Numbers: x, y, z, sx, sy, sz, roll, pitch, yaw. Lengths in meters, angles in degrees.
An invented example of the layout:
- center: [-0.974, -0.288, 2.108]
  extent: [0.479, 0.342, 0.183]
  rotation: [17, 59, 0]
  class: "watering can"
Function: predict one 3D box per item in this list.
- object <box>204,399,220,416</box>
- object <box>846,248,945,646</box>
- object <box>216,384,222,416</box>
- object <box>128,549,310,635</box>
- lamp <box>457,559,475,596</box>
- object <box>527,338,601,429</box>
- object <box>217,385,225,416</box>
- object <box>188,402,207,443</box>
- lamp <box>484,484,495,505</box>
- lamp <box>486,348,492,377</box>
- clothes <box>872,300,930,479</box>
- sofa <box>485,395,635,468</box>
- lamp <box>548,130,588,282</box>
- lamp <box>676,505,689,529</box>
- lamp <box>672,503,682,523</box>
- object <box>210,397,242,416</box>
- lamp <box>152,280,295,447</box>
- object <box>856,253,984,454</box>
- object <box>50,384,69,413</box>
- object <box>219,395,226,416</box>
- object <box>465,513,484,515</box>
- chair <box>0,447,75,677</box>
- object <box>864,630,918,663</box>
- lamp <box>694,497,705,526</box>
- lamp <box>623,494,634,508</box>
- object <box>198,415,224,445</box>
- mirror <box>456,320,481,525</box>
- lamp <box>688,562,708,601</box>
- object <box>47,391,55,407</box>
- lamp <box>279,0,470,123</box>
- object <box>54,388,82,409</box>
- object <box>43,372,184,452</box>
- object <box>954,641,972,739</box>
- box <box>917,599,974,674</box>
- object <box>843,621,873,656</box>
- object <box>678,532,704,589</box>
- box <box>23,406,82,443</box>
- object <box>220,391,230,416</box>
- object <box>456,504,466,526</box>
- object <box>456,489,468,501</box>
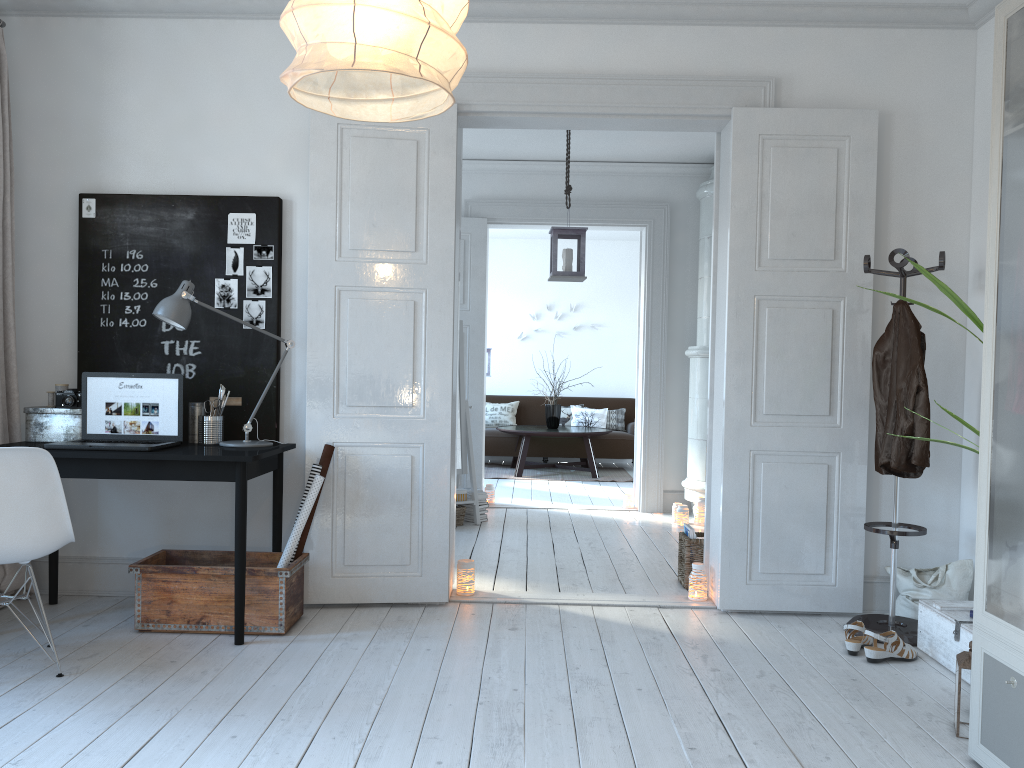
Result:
- center: [-1.360, 0.166, 3.989]
  extent: [0.081, 0.198, 0.050]
  rotation: [2, 2, 26]
  class: "object"
- center: [1.679, 0.263, 3.859]
  extent: [0.374, 1.659, 0.374]
  rotation: [1, 2, 9]
  class: "object"
- center: [-1.327, 0.133, 3.991]
  extent: [0.008, 0.268, 0.060]
  rotation: [2, 2, 18]
  class: "object"
- center: [-1.243, 0.891, 3.808]
  extent: [0.664, 0.282, 0.339]
  rotation: [1, 1, 1]
  class: "object"
- center: [-0.227, 0.953, 4.368]
  extent: [0.089, 0.166, 0.089]
  rotation: [1, 1, -6]
  class: "lamp"
- center: [0.590, -0.028, 9.854]
  extent: [0.845, 1.066, 0.525]
  rotation: [1, 2, -28]
  class: "object"
- center: [-1.322, 0.136, 3.991]
  extent: [0.012, 0.264, 0.062]
  rotation: [3, 2, 43]
  class: "object"
- center: [-1.438, 0.180, 4.051]
  extent: [0.079, 0.188, 0.079]
  rotation: [1, 2, -20]
  class: "object"
- center: [-0.186, 0.922, 7.393]
  extent: [0.089, 0.166, 0.089]
  rotation: [1, 1, 0]
  class: "lamp"
- center: [-0.330, -0.965, 9.938]
  extent: [0.228, 1.763, 0.228]
  rotation: [1, 2, -2]
  class: "lamp"
- center: [1.666, 0.023, 3.783]
  extent: [0.237, 0.770, 0.211]
  rotation: [2, 2, 34]
  class: "clothes"
- center: [0.491, 0.569, 10.726]
  extent: [2.165, 0.825, 0.968]
  rotation: [1, 1, 1]
  class: "sofa"
- center: [0.368, -1.543, 5.618]
  extent: [0.228, 1.763, 0.228]
  rotation: [1, 2, -2]
  class: "lamp"
- center: [1.251, 0.971, 6.498]
  extent: [0.089, 0.166, 0.089]
  rotation: [1, 1, 2]
  class: "lamp"
- center: [1.256, 0.978, 6.729]
  extent: [0.084, 0.146, 0.084]
  rotation: [1, 1, 6]
  class: "lamp"
- center: [-1.302, 0.164, 4.030]
  extent: [0.138, 0.209, 0.034]
  rotation: [1, 2, -19]
  class: "object"
- center: [-1.258, -0.083, 3.902]
  extent: [0.617, 0.716, 0.230]
  rotation: [1, 2, -28]
  class: "lamp"
- center: [1.663, 0.325, 2.906]
  extent: [1.043, 1.555, 0.289]
  rotation: [2, 2, 31]
  class: "object"
- center: [-2.032, 0.066, 3.947]
  extent: [0.056, 0.130, 0.167]
  rotation: [1, 1, 0]
  class: "object"
- center: [-1.320, 0.159, 3.982]
  extent: [0.009, 0.222, 0.082]
  rotation: [2, 2, 30]
  class: "object"
- center: [-0.300, 0.962, 6.641]
  extent: [0.156, 0.014, 0.111]
  rotation: [2, 1, 44]
  class: "object"
- center: [-1.824, 0.615, 3.171]
  extent: [0.474, 0.824, 0.554]
  rotation: [0, 2, -34]
  class: "chair"
- center: [1.512, 1.031, 3.518]
  extent: [0.272, 0.126, 0.099]
  rotation: [1, 1, -26]
  class: "object"
- center: [1.412, 0.951, 6.627]
  extent: [0.098, 0.210, 0.098]
  rotation: [1, 1, 6]
  class: "lamp"
- center: [0.968, 0.975, 7.363]
  extent: [0.093, 0.110, 0.093]
  rotation: [2, 1, 18]
  class: "lamp"
- center: [-1.350, 0.207, 3.979]
  extent: [0.108, 0.128, 0.108]
  rotation: [2, 1, 16]
  class: "object"
- center: [-0.555, 0.269, 6.432]
  extent: [0.610, 1.489, 0.417]
  rotation: [0, 2, -34]
  class: "mirror"
- center: [0.915, 0.973, 4.359]
  extent: [0.093, 0.180, 0.093]
  rotation: [1, 2, -16]
  class: "lamp"
- center: [-2.086, 0.068, 4.014]
  extent: [0.040, 0.069, 0.040]
  rotation: [1, 1, -11]
  class: "object"
- center: [-0.237, -1.127, 1.597]
  extent: [0.338, 1.232, 0.340]
  rotation: [2, 2, 32]
  class: "lamp"
- center: [-1.939, 0.063, 3.878]
  extent: [0.137, 0.087, 0.073]
  rotation: [1, 1, 1]
  class: "object"
- center: [-1.657, 0.111, 3.707]
  extent: [0.445, 0.315, 0.325]
  rotation: [1, 1, 1]
  class: "object"
- center: [1.473, 0.927, 2.788]
  extent: [0.132, 0.352, 0.137]
  rotation: [2, 2, 23]
  class: "object"
- center: [1.847, 0.992, 3.355]
  extent: [0.376, 0.218, 0.641]
  rotation: [1, 1, 1]
  class: "box"
- center: [1.424, 1.027, 3.661]
  extent: [0.099, 0.126, 0.272]
  rotation: [2, 1, 33]
  class: "object"
- center: [1.037, 0.938, 4.721]
  extent: [0.270, 0.265, 0.223]
  rotation: [1, 1, 1]
  class: "object"
- center: [-1.999, 0.181, 3.974]
  extent: [0.317, 0.152, 0.193]
  rotation: [1, 1, 1]
  class: "box"
- center: [-1.309, 0.150, 3.976]
  extent: [0.084, 0.240, 0.009]
  rotation: [1, 2, -22]
  class: "object"
- center: [-0.456, 0.953, 6.474]
  extent: [0.185, 0.140, 0.295]
  rotation: [1, 1, -27]
  class: "object"
- center: [-0.395, 0.806, 6.452]
  extent: [0.142, 0.074, 0.142]
  rotation: [1, 1, -15]
  class: "object"
